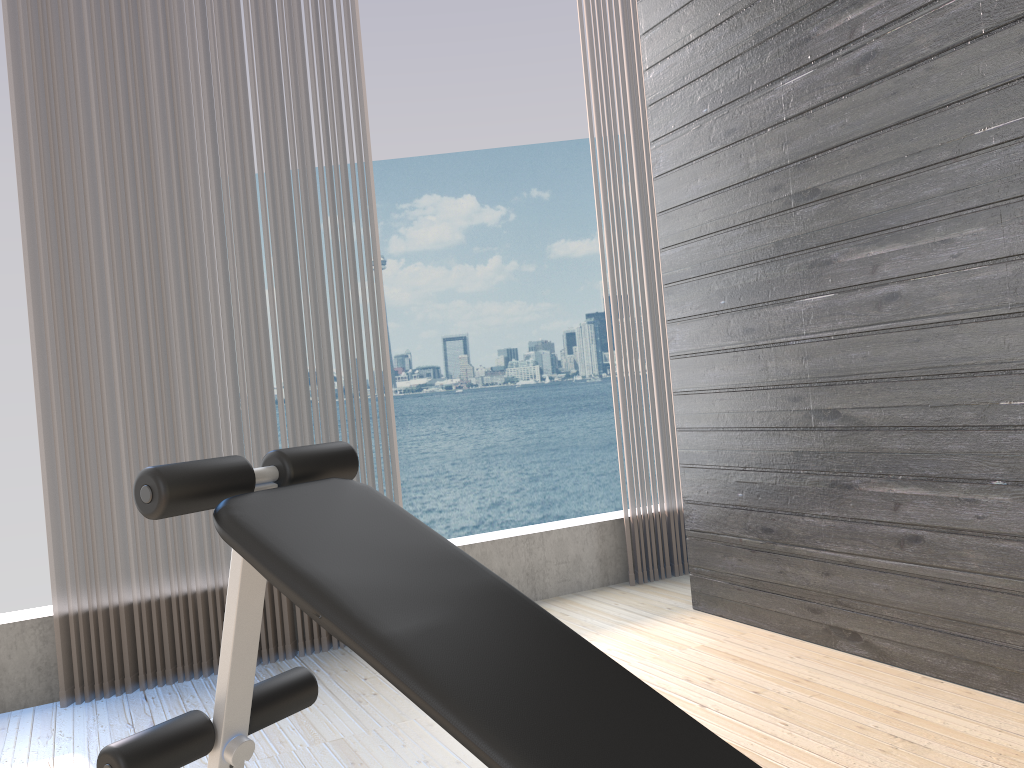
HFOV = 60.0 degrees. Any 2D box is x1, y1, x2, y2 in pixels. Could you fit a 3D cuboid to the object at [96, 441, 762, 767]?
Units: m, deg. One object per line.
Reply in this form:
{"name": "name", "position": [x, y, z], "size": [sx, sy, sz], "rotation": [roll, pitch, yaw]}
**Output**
{"name": "object", "position": [-0.050, 0.455, 1.299], "size": [1.312, 0.746, 0.505], "rotation": [-5, -1, 33]}

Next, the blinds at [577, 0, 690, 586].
{"name": "blinds", "position": [0.845, -0.601, 3.828], "size": [1.133, 2.744, 0.069], "rotation": [-5, -1, -27]}

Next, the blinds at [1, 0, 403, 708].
{"name": "blinds", "position": [-0.968, -0.447, 2.919], "size": [1.133, 2.744, 0.069], "rotation": [-5, -1, -27]}
